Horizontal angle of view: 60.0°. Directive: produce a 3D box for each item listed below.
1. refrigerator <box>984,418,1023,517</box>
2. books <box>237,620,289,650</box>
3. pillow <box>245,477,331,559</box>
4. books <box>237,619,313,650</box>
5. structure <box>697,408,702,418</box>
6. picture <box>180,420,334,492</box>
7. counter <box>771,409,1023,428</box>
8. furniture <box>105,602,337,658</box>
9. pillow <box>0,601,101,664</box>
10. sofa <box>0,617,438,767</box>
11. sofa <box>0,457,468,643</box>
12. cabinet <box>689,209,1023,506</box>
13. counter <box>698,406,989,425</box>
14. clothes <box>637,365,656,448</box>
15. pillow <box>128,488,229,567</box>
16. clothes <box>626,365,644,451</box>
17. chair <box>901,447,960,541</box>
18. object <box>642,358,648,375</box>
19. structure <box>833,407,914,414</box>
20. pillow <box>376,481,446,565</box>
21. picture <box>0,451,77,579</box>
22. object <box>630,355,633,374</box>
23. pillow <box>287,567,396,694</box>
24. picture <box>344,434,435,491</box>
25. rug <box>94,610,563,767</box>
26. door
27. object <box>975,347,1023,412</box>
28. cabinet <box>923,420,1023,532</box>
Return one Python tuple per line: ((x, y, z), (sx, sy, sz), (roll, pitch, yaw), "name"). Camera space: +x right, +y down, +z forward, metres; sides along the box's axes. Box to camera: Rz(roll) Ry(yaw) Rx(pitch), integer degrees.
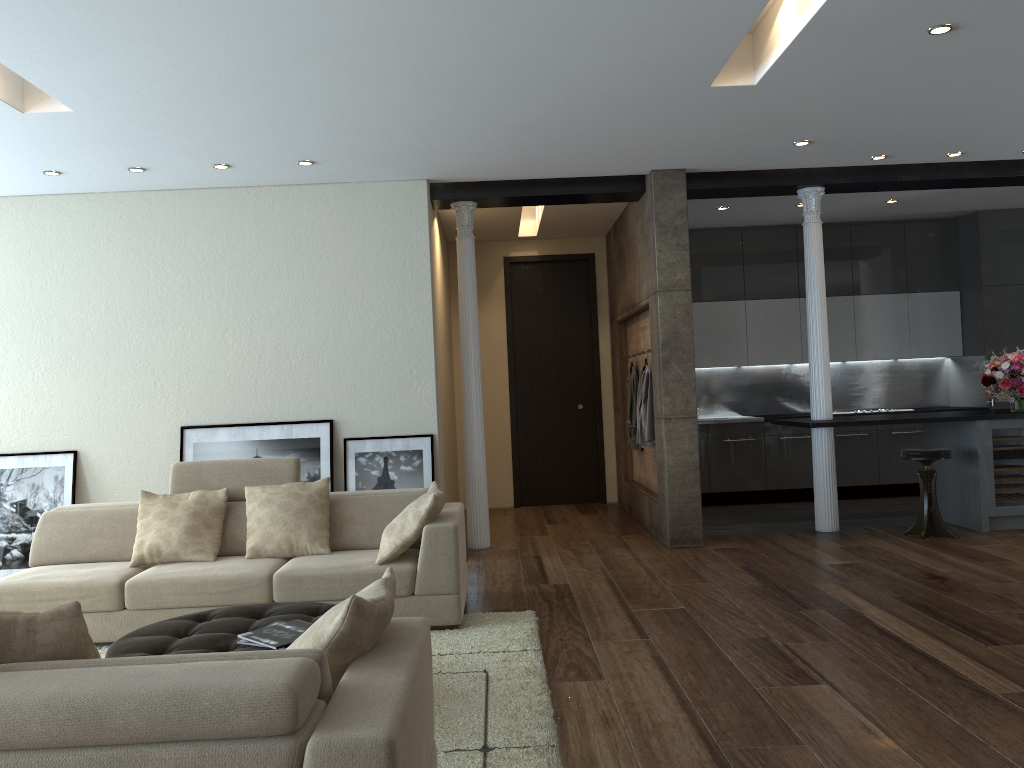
((4.085, 0.663, 7.120), (0.578, 0.774, 0.075), (-3, -1, 3), "refrigerator")
((-0.900, 0.983, 3.477), (0.219, 0.031, 0.300), (-3, -1, 14), "books")
((-1.332, 0.793, 5.254), (0.534, 0.439, 0.301), (-3, -1, -5), "pillow")
((-0.879, 0.975, 3.463), (0.220, 0.040, 0.301), (-3, -1, 34), "books")
((2.018, 0.280, 9.883), (0.183, 0.249, 0.224), (-3, -1, -1), "structure")
((-1.967, 0.873, 6.828), (1.183, 1.140, 0.225), (-3, -1, -1), "picture")
((4.201, 0.253, 7.559), (3.700, 0.040, 1.000), (-3, -1, -1), "counter")
((-1.087, 1.172, 3.630), (1.057, 0.355, 1.057), (-3, -1, 1), "furniture")
((-1.277, 0.757, 2.280), (0.534, 0.439, 0.301), (-3, -1, 2), "pillow")
((-1.525, 0.898, 2.288), (2.581, 0.950, 1.021), (-3, -1, -1), "sofa")
((-1.580, 0.933, 5.234), (2.581, 0.950, 1.021), (-3, -1, -1), "sofa")
((5.091, -0.343, 9.722), (7.409, 2.980, 0.827), (-3, -1, -1), "cabinet")
((3.219, 0.443, 9.688), (3.597, 0.223, 0.807), (-3, -1, -1), "counter")
((1.202, 0.200, 7.935), (0.173, 0.735, 0.700), (-3, -1, -3), "clothes")
((-1.955, 0.831, 5.229), (0.519, 0.416, 0.368), (-3, -1, -6), "pillow")
((1.196, 0.236, 8.833), (0.141, 0.855, 0.569), (-3, -1, -1), "clothes")
((2.581, 0.979, 3.713), (16.134, 0.952, 21.556), (-3, -1, -1), "chair")
((1.199, -0.188, 7.929), (0.010, 0.219, 0.430), (-3, -1, -1), "object")
((3.818, 0.306, 9.659), (0.900, 0.066, 0.520), (-3, -1, -1), "structure")
((-0.567, 0.778, 5.030), (0.395, 0.393, 0.518), (-3, -1, -5), "pillow")
((-3.717, 1.026, 6.809), (0.700, 0.988, 0.195), (-3, -1, -1), "picture")
((1.194, -0.178, 8.831), (0.010, 0.219, 0.430), (-3, -1, -1), "object")
((-0.521, 0.747, 2.533), (0.395, 0.393, 0.518), (-3, -1, 2), "pillow")
((-0.945, 0.902, 6.860), (0.700, 0.988, 0.195), (-3, -1, -1), "picture")
((-1.959, 1.397, 3.588), (4.231, 0.020, 2.972), (-3, -1, -1), "rug")
((0.477, -0.039, 10.033), (1.037, 2.814, 0.246), (-3, -1, -1), "door")
((4.251, -0.045, 7.465), (0.544, 0.552, 0.570), (-3, -1, 5), "object")
((4.051, 0.729, 7.551), (0.642, 0.897, 0.900), (-3, -1, -1), "cabinet")
